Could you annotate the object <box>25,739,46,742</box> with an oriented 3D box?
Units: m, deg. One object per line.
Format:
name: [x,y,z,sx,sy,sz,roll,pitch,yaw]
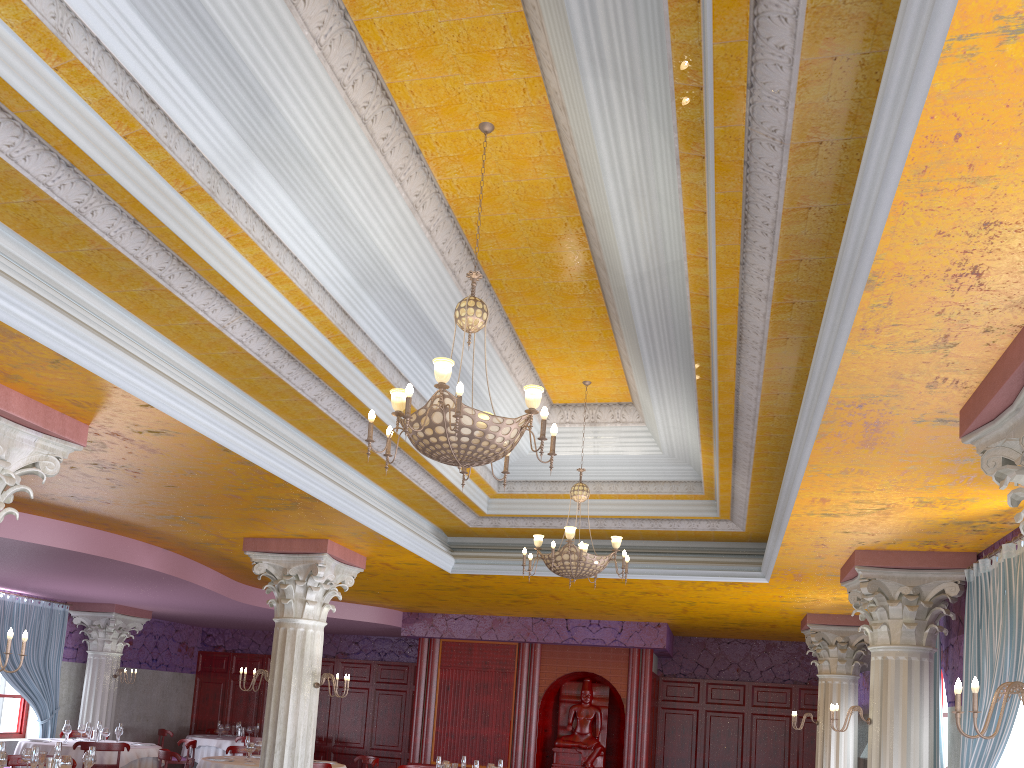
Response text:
object: [-7.149,5.353,12.861,0.316,0.023,0.329,-10,-25,32]

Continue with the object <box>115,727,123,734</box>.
object: [-6.236,5.569,13.573,0.122,0.253,0.128,3,-10,6]

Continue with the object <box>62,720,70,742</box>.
object: [-6.859,5.340,13.181,0.074,0.322,0.076,3,-7,6]

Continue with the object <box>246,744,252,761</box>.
object: [-3.644,5.122,11.901,0.086,0.228,0.089,5,-9,-5]

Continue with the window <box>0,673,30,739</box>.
window: [-9.276,4.551,14.042,0.160,2.429,3.778,2,-17,15]

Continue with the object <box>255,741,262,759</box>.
object: [-3.653,5.281,12.353,0.122,0.253,0.127,-1,-11,28]

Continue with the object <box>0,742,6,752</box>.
object: [-4.723,3.469,7.903,0.076,0.322,0.075,10,-10,-39]

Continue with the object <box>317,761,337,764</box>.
object: [-2.702,5.514,12.480,0.313,0.023,0.333,-1,-21,14]

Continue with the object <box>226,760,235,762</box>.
object: [-3.866,5.073,11.531,0.261,0.019,0.057,14,-22,-26]

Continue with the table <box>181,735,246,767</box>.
table: [-5.684,7.756,17.582,2.077,0.912,2.219,-1,-19,15]

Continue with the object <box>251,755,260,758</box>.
object: [-3.754,5.540,12.738,0.313,0.023,0.333,-1,-21,14]

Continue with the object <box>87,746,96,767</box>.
object: [-3.978,3.591,8.085,0.076,0.322,0.075,10,-10,-39]

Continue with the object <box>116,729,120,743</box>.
object: [-6.192,5.543,13.464,0.086,0.228,0.088,-3,-11,39]

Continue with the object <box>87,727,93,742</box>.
object: [-6.690,5.548,13.566,0.086,0.228,0.089,5,-9,-5]

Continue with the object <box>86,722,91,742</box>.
object: [-6.392,5.265,12.901,0.074,0.322,0.076,3,-7,6]

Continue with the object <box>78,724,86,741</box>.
object: [-6.797,5.511,13.523,0.125,0.253,0.124,12,-12,-38]

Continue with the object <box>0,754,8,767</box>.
object: [-4.652,3.481,7.792,0.086,0.228,0.089,5,-9,-5]

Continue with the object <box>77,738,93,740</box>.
object: [-6.898,5.770,13.907,0.313,0.023,0.332,6,-21,-5]

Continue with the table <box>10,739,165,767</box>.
table: [-6.531,6.023,13.203,2.077,0.912,2.219,-1,-19,15]

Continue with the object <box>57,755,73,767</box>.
object: [-4.045,3.488,7.735,0.122,0.253,0.127,-1,-11,28]

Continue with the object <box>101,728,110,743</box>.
object: [-6.182,5.359,13.014,0.122,0.253,0.127,-1,-11,28]

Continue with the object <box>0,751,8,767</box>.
object: [-4.606,3.430,7.685,0.122,0.253,0.127,-1,-11,28]

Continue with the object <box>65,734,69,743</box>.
object: [-6.789,5.351,13.070,0.086,0.228,0.089,5,-9,-5]

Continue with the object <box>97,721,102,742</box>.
object: [-6.581,5.536,13.644,0.074,0.322,0.076,3,-7,6]

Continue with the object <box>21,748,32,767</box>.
object: [-4.661,3.640,8.244,0.122,0.253,0.127,-1,-11,28]

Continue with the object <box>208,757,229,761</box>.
object: [-4.005,5.123,11.692,0.313,0.023,0.333,-1,-21,14]

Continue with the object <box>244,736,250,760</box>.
object: [-3.715,5.110,12.012,0.076,0.322,0.075,10,-10,-39]

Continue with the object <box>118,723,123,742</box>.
object: [-6.115,5.461,13.363,0.074,0.322,0.076,3,-7,6]

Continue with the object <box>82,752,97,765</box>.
object: [-4.100,3.698,8.294,0.122,0.253,0.127,-1,-11,28]

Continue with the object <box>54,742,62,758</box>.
object: [-4.445,3.665,8.365,0.076,0.322,0.075,10,-10,-39]

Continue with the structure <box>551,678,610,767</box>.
structure: [1.251,6.327,15.835,0.963,1.774,0.669,1,-9,14]

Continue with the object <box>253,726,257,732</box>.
object: [-5.390,7.302,17.952,0.125,0.253,0.124,12,-12,-38]

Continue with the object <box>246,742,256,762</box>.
object: [-3.598,5.071,11.794,0.122,0.253,0.127,-1,-11,28]

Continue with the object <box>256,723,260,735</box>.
object: [-5.268,7.194,17.743,0.074,0.322,0.076,3,-7,6]

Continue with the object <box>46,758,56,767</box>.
object: [-4.154,3.476,7.689,0.086,0.228,0.088,-3,-11,39]

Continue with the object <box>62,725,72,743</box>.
object: [-6.743,5.301,12.964,0.122,0.253,0.128,3,-10,6]

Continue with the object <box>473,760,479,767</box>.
object: [-0.427,4.602,10.087,0.076,0.322,0.075,10,-10,-39]

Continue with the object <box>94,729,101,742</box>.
object: [-6.290,5.347,12.968,0.085,0.228,0.089,1,-9,17]

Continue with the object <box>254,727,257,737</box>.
object: [-5.345,7.276,17.843,0.086,0.228,0.089,5,-9,-5]

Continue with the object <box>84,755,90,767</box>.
object: [-4.055,3.673,8.185,0.086,0.228,0.089,5,-9,-5]

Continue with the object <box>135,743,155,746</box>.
object: [-5.846,5.744,13.649,0.313,0.023,0.333,-1,-21,14]

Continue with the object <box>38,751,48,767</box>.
object: [-4.554,3.677,8.287,0.087,0.228,0.088,9,-10,-27]

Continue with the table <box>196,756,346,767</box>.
table: [-3.387,5.793,12.033,2.077,0.912,2.219,-1,-19,15]

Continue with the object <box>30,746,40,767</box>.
object: [-4.256,3.394,7.622,0.076,0.322,0.075,10,-10,-39]

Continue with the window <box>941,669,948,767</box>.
window: [5.384,4.160,10.369,0.160,2.429,3.778,2,-17,15]
